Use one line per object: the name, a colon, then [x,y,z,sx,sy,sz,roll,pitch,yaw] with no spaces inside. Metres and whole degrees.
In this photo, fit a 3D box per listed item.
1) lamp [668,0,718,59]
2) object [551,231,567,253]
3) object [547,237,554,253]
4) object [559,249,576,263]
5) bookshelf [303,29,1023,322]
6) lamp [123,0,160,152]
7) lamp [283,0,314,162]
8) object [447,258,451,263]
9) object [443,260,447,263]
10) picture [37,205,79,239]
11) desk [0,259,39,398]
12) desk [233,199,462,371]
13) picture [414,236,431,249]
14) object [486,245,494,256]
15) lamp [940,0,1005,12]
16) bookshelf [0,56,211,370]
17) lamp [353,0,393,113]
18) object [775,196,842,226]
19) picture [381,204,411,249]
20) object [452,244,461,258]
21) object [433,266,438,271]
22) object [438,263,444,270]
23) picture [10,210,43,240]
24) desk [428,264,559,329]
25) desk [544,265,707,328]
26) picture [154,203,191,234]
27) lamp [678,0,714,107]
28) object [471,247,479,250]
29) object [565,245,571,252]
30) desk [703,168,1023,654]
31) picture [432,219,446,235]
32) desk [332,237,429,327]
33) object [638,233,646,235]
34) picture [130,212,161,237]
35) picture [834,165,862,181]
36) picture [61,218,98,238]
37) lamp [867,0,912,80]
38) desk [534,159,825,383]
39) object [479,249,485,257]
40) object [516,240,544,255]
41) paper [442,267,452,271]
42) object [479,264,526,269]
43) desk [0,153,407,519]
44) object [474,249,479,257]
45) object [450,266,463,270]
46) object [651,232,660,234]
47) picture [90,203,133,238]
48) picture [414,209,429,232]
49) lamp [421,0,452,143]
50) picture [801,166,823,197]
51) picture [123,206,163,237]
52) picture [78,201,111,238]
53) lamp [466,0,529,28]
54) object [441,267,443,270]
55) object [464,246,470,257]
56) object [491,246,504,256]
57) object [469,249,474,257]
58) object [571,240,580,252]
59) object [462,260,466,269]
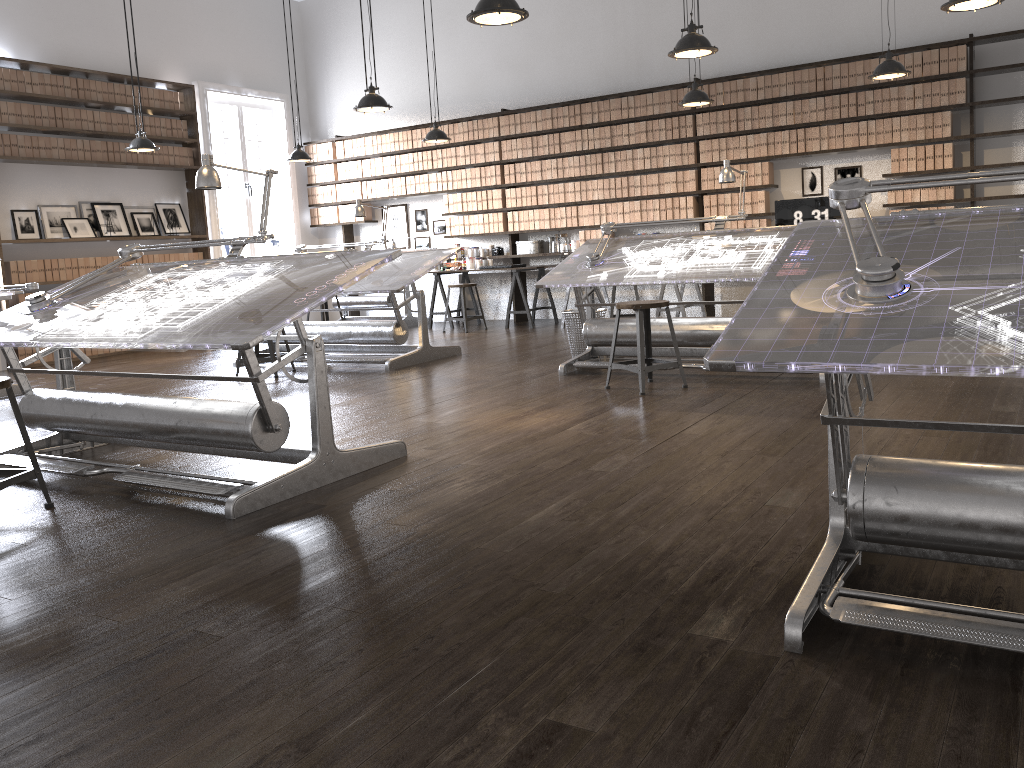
lamp: [1.060,-3.171,5.411,0.313,2.240,0.311,-7,7,-33]
object: [0.531,-1.638,10.109,0.181,0.270,0.157,-2,7,16]
object: [0.454,-1.607,10.255,0.079,0.187,0.079,-2,6,11]
object: [0.661,-1.389,9.685,0.204,0.160,0.286,1,9,32]
bookshelf: [1.300,-1.571,9.699,9.179,3.190,0.375,2,8,32]
lamp: [-3.582,-3.334,8.302,0.310,2.240,0.314,-2,6,12]
lamp: [-2.500,-3.668,10.030,0.310,2.240,0.314,-2,6,12]
object: [-0.771,-1.495,10.694,0.069,0.228,0.068,0,7,29]
object: [-0.816,-1.485,10.622,0.069,0.236,0.068,0,7,29]
picture: [-4.702,-1.685,9.234,0.083,0.363,0.418,0,8,32]
desk: [-4.383,-0.478,6.773,1.269,1.182,1.178,1,9,32]
desk: [-1.546,-0.897,7.708,2.280,1.379,1.083,2,9,32]
picture: [-1.138,-1.788,11.297,0.251,0.182,0.023,1,8,32]
object: [-0.257,-1.577,10.592,0.107,0.161,0.237,-4,8,-2]
lamp: [2.380,-3.125,4.589,0.310,2.240,0.314,-2,6,12]
bookshelf: [-4.428,-1.466,9.620,0.412,3.703,2.487,0,8,32]
lamp: [-1.150,-3.249,6.788,0.314,2.240,0.311,-8,7,-37]
object: [2.819,-1.494,8.352,0.643,0.515,0.205,1,8,32]
picture: [-1.504,-2.031,11.480,0.415,0.572,0.040,1,7,32]
object: [-0.675,-1.619,10.780,0.107,0.176,0.108,1,8,34]
object: [-0.915,-1.409,10.595,0.068,0.104,0.069,1,8,36]
object: [-0.853,-1.470,10.563,0.069,0.228,0.068,0,7,29]
picture: [-4.903,-1.603,8.948,0.058,0.313,0.268,0,8,32]
desk: [-0.254,-0.996,10.200,1.669,0.666,0.659,2,9,32]
desk: [1.244,-0.944,9.267,1.669,0.666,0.659,2,9,32]
picture: [-3.969,-1.935,10.358,0.161,0.362,0.345,0,8,32]
lamp: [1.520,-3.528,7.532,0.313,2.240,0.311,-7,7,-33]
object: [-0.444,-1.604,10.773,0.094,0.127,0.095,-7,8,-27]
object: [0.674,-1.542,10.033,0.182,0.093,0.062,-11,10,-44]
desk: [1.561,-0.173,1.798,2.069,1.379,1.083,1,9,32]
picture: [-0.889,-1.968,11.114,0.251,0.182,0.023,1,8,32]
desk: [-1.671,-1.256,11.016,1.269,1.092,1.077,1,9,32]
object: [1.408,-1.546,9.569,0.095,0.161,0.094,0,8,28]
picture: [-4.150,-1.806,10.044,0.127,0.289,0.291,0,8,32]
picture: [3.235,-1.999,8.521,0.251,0.182,0.023,1,8,32]
picture: [-4.556,-1.637,9.326,0.144,0.228,0.301,1,9,32]
lamp: [2.839,-3.482,6.710,0.313,2.240,0.311,-7,7,-33]
desk: [1.300,-0.797,5.936,2.069,1.379,1.083,1,9,32]
object: [-0.359,-1.575,10.634,0.062,0.094,0.062,-1,7,18]
object: [0.210,-1.589,10.306,0.317,0.151,0.194,2,9,31]
paper: [-0.757,-1.355,10.411,0.155,0.038,0.138,-1,9,17]
object: [-0.103,-1.315,9.922,0.446,0.033,0.314,2,10,32]
desk: [-1.487,-0.318,3.944,2.069,1.379,1.083,1,9,32]
object: [-0.424,-1.573,10.649,0.062,0.093,0.063,-1,7,18]
object: [-0.656,-1.351,10.323,0.132,0.050,0.198,-8,10,-28]
object: [1.523,-1.544,9.510,0.094,0.161,0.206,1,9,33]
picture: [-4.370,-1.787,9.675,0.149,0.389,0.375,0,8,32]
picture: [-1.147,-2.077,11.262,0.201,0.283,0.022,1,7,31]
lamp: [-0.844,-3.611,9.005,0.310,2.240,0.314,-2,6,12]
picture: [2.953,-1.989,8.701,0.201,0.283,0.022,1,7,31]
picture: [-4.194,-1.839,10.052,0.095,0.359,0.436,0,8,32]
picture: [-4.481,-1.775,9.597,0.091,0.404,0.371,0,8,32]
lamp: [-0.139,-2.914,4.270,0.313,2.253,0.311,-7,7,-33]
object: [-0.818,-1.369,10.522,0.049,0.037,0.049,1,9,28]
object: [-0.547,-1.611,10.790,0.070,0.130,0.070,-6,7,-20]
object: [-0.181,-1.575,10.508,0.171,0.108,0.091,1,9,32]
object: [-0.490,-1.573,10.673,0.062,0.094,0.062,-1,7,18]
object: [0.713,-1.550,9.961,0.095,0.127,0.094,2,9,39]
object: [-0.564,-1.406,10.436,0.049,0.111,0.049,0,7,29]
